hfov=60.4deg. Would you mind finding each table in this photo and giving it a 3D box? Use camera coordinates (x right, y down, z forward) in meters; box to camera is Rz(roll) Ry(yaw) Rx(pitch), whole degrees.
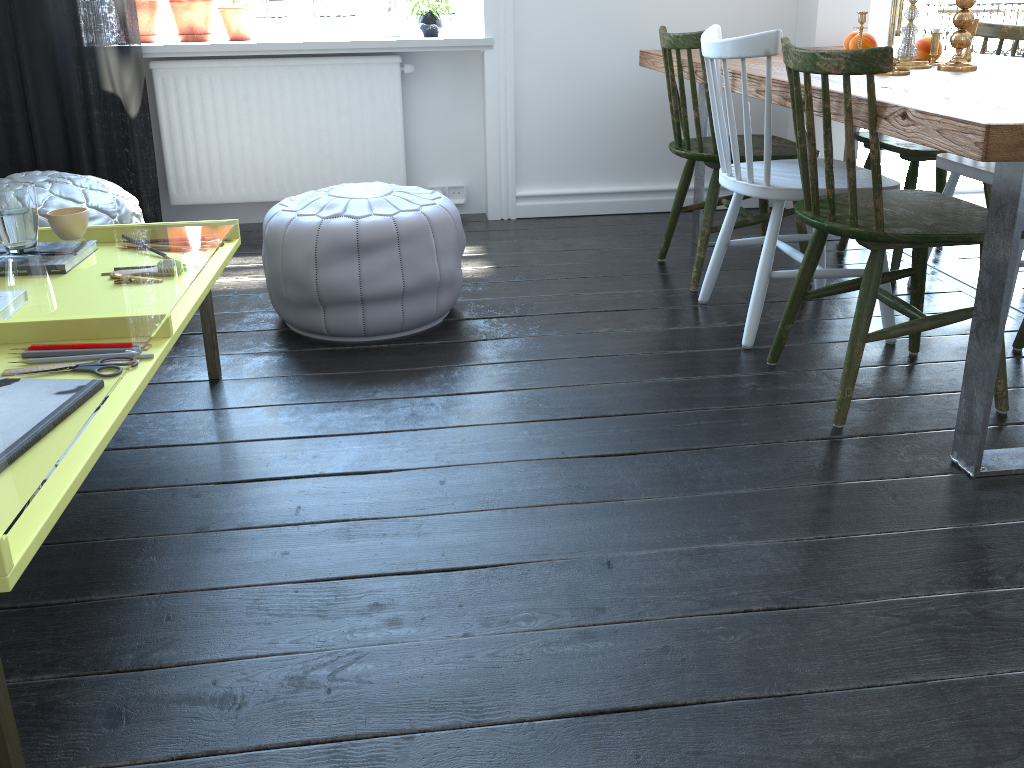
[{"bbox_3d":[-0.907,0.073,1.600,0.600,0.385,1.455,-3,23,-6],"label":"table"},{"bbox_3d":[1.151,-0.586,2.645,1.018,0.690,2.314,-3,23,-6],"label":"table"}]

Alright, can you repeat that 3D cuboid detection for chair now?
[{"bbox_3d":[1.567,-0.628,2.578,0.510,0.812,0.483,-3,20,-6],"label":"chair"},{"bbox_3d":[0.868,-0.370,2.035,0.486,0.798,0.484,-4,20,-7],"label":"chair"},{"bbox_3d":[0.734,-0.771,2.954,0.486,0.798,0.484,-4,20,-7],"label":"chair"},{"bbox_3d":[0.775,-0.574,2.484,0.510,0.812,0.483,-3,20,-6],"label":"chair"},{"bbox_3d":[1.608,-0.417,2.113,0.486,0.798,0.484,-4,20,-7],"label":"chair"},{"bbox_3d":[1.474,-0.817,3.032,0.486,0.798,0.484,-4,20,-7],"label":"chair"}]

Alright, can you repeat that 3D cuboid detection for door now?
[{"bbox_3d":[1.567,-1.877,3.910,0.105,1.954,0.607,-1,19,-1],"label":"door"}]

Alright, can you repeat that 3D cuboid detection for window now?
[{"bbox_3d":[-0.968,-2.483,3.694,1.569,1.917,0.111,-3,19,-6],"label":"window"}]

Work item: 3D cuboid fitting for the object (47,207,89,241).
[{"bbox_3d":[-1.039,-0.373,2.068,0.087,0.064,0.090,7,23,20],"label":"object"}]

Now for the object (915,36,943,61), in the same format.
[{"bbox_3d":[1.299,-1.044,2.750,0.084,0.081,0.092,1,21,6],"label":"object"}]

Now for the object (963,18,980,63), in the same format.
[{"bbox_3d":[1.310,-0.977,2.526,0.049,0.134,0.051,-3,19,-6],"label":"object"}]

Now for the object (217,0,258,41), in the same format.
[{"bbox_3d":[-1.148,-1.593,3.717,0.197,0.268,0.180,-17,25,-37],"label":"object"}]

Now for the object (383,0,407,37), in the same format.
[{"bbox_3d":[-0.507,-1.783,3.782,0.334,0.546,0.400,-18,26,-39],"label":"object"}]

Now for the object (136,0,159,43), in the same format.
[{"bbox_3d":[-1.561,-1.679,3.663,0.302,0.481,0.344,-9,22,-22],"label":"object"}]

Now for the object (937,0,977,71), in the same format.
[{"bbox_3d":[1.249,-0.995,2.440,0.101,0.239,0.104,5,20,16],"label":"object"}]

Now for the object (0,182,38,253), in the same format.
[{"bbox_3d":[-1.106,-0.369,1.964,0.099,0.141,0.099,18,27,41],"label":"object"}]

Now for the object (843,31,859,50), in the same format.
[{"bbox_3d":[1.185,-1.168,3.028,0.084,0.087,0.091,-7,22,-15],"label":"object"}]

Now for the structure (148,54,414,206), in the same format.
[{"bbox_3d":[-0.934,-1.054,3.711,1.065,0.606,0.076,-4,19,-6],"label":"structure"}]

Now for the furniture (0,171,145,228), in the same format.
[{"bbox_3d":[-1.623,-0.517,3.004,0.680,0.368,0.705,-3,23,-6],"label":"furniture"}]

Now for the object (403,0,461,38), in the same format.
[{"bbox_3d":[-0.340,-1.622,3.732,0.284,0.284,0.296,-2,21,-2],"label":"object"}]

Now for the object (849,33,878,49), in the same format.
[{"bbox_3d":[1.177,-1.132,2.949,0.091,0.085,0.086,7,22,19],"label":"object"}]

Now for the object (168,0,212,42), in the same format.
[{"bbox_3d":[-1.352,-1.630,3.699,0.258,0.357,0.243,1,20,5],"label":"object"}]

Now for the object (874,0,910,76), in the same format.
[{"bbox_3d":[1.015,-1.027,2.328,0.116,0.396,0.115,-18,25,-41],"label":"object"}]

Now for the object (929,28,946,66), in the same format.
[{"bbox_3d":[1.269,-1.015,2.646,0.103,0.110,0.106,-9,22,-19],"label":"object"}]

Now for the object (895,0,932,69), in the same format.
[{"bbox_3d":[1.156,-1.073,2.547,0.142,0.300,0.143,13,23,34],"label":"object"}]

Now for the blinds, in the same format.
[{"bbox_3d":[-1.829,-1.933,3.092,0.805,2.868,0.116,-4,19,-8],"label":"blinds"}]

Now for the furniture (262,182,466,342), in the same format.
[{"bbox_3d":[-0.445,-0.393,2.698,0.616,0.404,0.632,-6,23,-11],"label":"furniture"}]

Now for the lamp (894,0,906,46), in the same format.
[{"bbox_3d":[2.322,-2.736,3.944,0.493,2.419,2.804,-3,21,-6],"label":"lamp"}]

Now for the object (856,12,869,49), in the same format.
[{"bbox_3d":[0.992,-0.977,2.509,0.081,0.155,0.082,15,25,38],"label":"object"}]
